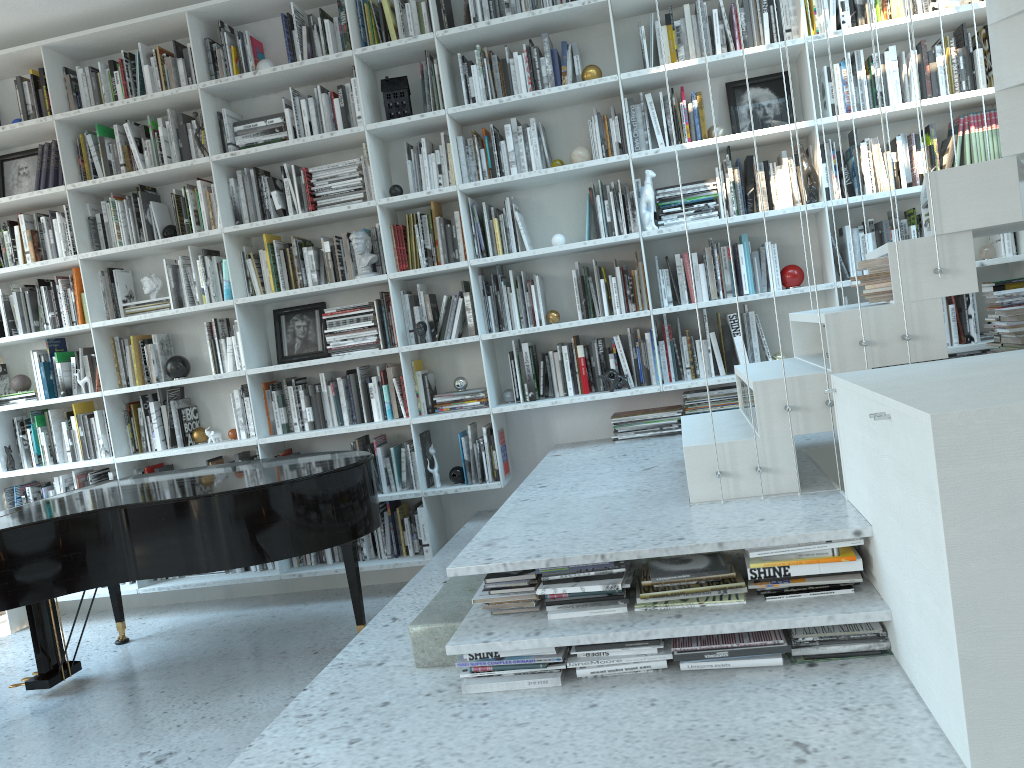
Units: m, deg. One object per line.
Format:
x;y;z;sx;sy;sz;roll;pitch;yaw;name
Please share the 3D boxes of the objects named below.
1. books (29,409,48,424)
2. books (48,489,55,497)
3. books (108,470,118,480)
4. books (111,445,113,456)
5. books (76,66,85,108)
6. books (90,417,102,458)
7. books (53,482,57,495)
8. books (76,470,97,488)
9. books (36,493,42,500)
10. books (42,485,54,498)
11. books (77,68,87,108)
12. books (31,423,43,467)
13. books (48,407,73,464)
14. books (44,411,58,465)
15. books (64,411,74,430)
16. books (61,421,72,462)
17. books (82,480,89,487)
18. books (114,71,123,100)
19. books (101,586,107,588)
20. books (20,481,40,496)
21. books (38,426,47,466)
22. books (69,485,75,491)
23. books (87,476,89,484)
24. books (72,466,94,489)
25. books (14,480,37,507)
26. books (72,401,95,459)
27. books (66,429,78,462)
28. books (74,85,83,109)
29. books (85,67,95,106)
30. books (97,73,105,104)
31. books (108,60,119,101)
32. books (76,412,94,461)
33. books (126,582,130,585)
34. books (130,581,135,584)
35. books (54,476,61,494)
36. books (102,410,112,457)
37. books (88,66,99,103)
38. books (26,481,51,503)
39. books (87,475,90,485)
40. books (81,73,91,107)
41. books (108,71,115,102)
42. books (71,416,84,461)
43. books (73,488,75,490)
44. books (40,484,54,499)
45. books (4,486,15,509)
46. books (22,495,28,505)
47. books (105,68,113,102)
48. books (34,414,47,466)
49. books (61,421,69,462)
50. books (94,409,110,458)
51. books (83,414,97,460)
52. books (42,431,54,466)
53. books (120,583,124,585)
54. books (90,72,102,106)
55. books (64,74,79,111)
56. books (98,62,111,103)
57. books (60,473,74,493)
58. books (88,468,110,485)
-2.682;0.304;5.079;0.006;0.315;0.145;-8;4;11;books
-2.586;0.710;5.098;0.028;0.229;0.157;-8;4;11;books
-2.218;0.630;5.038;0.025;0.288;0.130;-8;4;11;books
-2.210;0.306;5.001;0.041;0.181;0.141;-8;4;11;books
-2.310;-1.580;4.856;0.021;0.279;0.140;-8;4;11;books
-2.311;0.296;5.019;0.025;0.229;0.153;-8;4;11;books
-2.565;0.684;5.111;0.013;0.274;0.145;-8;4;11;books
-2.400;0.652;5.057;0.012;0.295;0.176;-8;4;11;books
-2.636;0.721;5.097;0.028;0.223;0.188;-8;4;11;books
-2.608;0.702;5.088;0.010;0.253;0.177;-8;4;11;books
-2.286;-1.570;4.833;0.031;0.255;0.145;-8;4;11;books
-2.659;0.337;5.062;0.009;0.244;0.184;-8;4;11;books
-2.546;0.290;5.051;0.012;0.306;0.189;-8;4;11;books
-2.563;0.296;5.042;0.019;0.300;0.179;-8;4;11;books
-2.462;0.291;5.035;0.014;0.282;0.150;-8;4;11;books
-2.478;0.319;5.042;0.027;0.230;0.158;-8;4;11;books
-2.374;0.668;5.072;0.029;0.255;0.152;-8;4;11;books
-2.079;-1.572;4.800;0.030;0.201;0.152;-8;4;11;books
-2.295;1.016;5.061;0.023;0.244;0.188;-8;4;11;books
-2.774;0.713;5.145;0.010;0.274;0.150;-8;4;11;books
-2.613;0.344;5.060;0.015;0.219;0.190;-8;4;11;books
-2.467;0.688;5.090;0.031;0.239;0.132;-8;4;11;books
-2.355;0.650;5.070;0.013;0.284;0.138;-8;4;11;books
-2.416;0.639;5.050;0.014;0.325;0.170;-8;4;11;books
-2.808;0.714;5.131;0.052;0.284;0.172;-8;4;11;books
-2.397;0.261;5.020;0.021;0.323;0.171;-8;4;11;books
-2.435;0.338;5.026;0.029;0.182;0.190;-8;4;11;books
-2.327;-1.529;4.854;0.024;0.183;0.133;-8;4;11;books
-2.237;-1.575;4.822;0.023;0.251;0.170;-8;4;11;books
-2.176;-1.561;4.809;0.015;0.207;0.166;-8;4;11;books
-2.111;-1.602;4.812;0.028;0.268;0.151;-8;4;11;books
-2.370;0.289;5.009;0.028;0.261;0.181;-8;4;11;books
-2.154;0.971;5.039;0.021;0.296;0.187;-8;4;11;books
-2.139;0.965;5.033;0.012;0.304;0.165;-8;4;11;books
-2.549;0.669;5.099;0.027;0.300;0.142;-8;4;11;books
-2.242;0.271;5.004;0.013;0.260;0.142;-8;4;11;books
-2.220;-1.577;4.815;0.012;0.250;0.174;-8;4;11;books
-2.711;0.709;5.118;0.029;0.266;0.171;-8;4;11;books
-2.341;0.645;5.054;0.022;0.291;0.137;-8;4;11;books
-2.258;-1.556;4.825;0.023;0.220;0.181;-8;4;11;books
-2.126;-1.574;4.819;0.012;0.216;0.150;-8;4;11;books
-2.412;0.298;5.028;0.026;0.254;0.176;-8;4;11;books
-2.438;0.692;5.081;0.028;0.225;0.134;-8;4;11;books
-2.619;0.701;5.094;0.013;0.257;0.189;-8;4;11;books
-2.840;0.722;5.129;0.011;0.277;0.189;-8;4;11;books
-2.734;0.735;5.118;0.022;0.221;0.187;-8;4;11;books
-2.144;-1.581;4.830;0.025;0.235;0.129;-8;4;11;books
-2.630;0.312;5.054;0.007;0.286;0.182;-8;4;11;books
-2.510;0.322;5.066;0.045;0.230;0.138;-8;4;11;books
-2.262;0.272;4.988;0.021;0.266;0.185;-8;4;11;books
-2.341;0.291;5.009;0.028;0.249;0.158;-8;4;11;books
-2.596;0.357;5.054;0.016;0.189;0.183;-8;4;11;books
-2.212;0.998;5.059;0.027;0.256;0.179;-8;4;11;books
-2.199;-1.558;4.800;0.029;0.208;0.178;-8;4;11;books
-2.359;-1.551;4.842;0.029;0.237;0.156;-8;4;11;books
-2.168;-1.591;4.807;0.010;0.264;0.160;-8;4;11;books
-2.510;0.661;5.073;0.039;0.307;0.172;-8;4;11;books
-2.326;0.638;5.046;0.013;0.301;0.172;-8;4;11;books
